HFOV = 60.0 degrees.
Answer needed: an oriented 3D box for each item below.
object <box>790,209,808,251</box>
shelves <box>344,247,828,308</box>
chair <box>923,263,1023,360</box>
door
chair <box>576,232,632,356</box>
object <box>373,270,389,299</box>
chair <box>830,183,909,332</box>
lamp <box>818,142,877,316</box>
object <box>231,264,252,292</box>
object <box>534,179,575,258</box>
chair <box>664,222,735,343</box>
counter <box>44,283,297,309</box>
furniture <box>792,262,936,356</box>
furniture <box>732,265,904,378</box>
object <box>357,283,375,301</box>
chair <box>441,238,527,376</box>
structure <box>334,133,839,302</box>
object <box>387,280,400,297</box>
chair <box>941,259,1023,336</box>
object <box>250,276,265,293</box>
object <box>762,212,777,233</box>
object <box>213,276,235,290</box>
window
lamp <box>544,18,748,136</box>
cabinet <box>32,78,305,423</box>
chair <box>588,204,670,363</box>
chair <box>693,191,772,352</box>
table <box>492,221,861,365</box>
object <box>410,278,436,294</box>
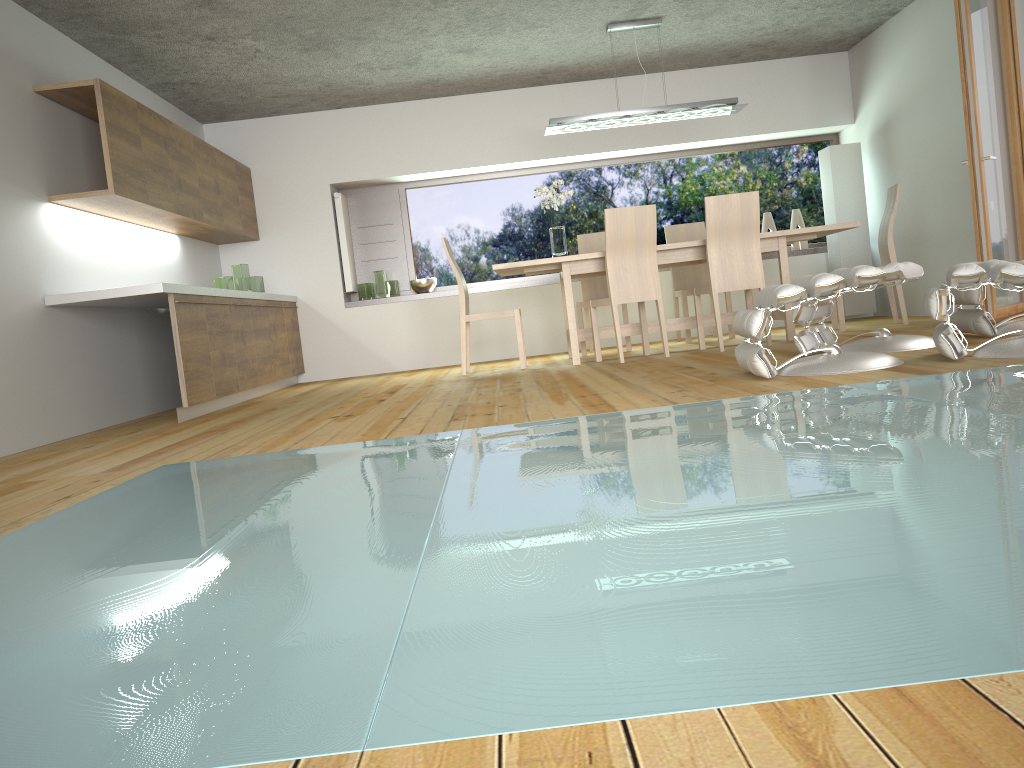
[{"bbox_3d":[2.696,-1.454,8.356,0.153,0.384,0.153,-7,3,-4],"label":"object"},{"bbox_3d":[0.871,-1.025,8.409,4.870,0.054,0.404,-7,4,-1],"label":"shelves"},{"bbox_3d":[2.178,-0.623,3.660,0.913,0.967,0.571,-5,4,24],"label":"chair"},{"bbox_3d":[3.078,-1.629,5.660,0.162,2.414,0.937,-4,4,44],"label":"door"},{"bbox_3d":[0.750,-0.772,7.387,0.404,1.015,0.507,-6,3,10],"label":"chair"},{"bbox_3d":[-1.225,-0.927,8.284,0.099,0.259,0.099,-6,3,4],"label":"object"},{"bbox_3d":[2.623,-0.927,6.581,0.506,1.015,0.405,-6,3,13],"label":"chair"},{"bbox_3d":[3.002,-1.371,7.940,0.280,1.498,0.280,-7,3,0],"label":"lamp"},{"bbox_3d":[-2.184,-0.836,7.163,0.099,0.259,0.099,-5,3,24],"label":"object"},{"bbox_3d":[0.334,-1.221,6.618,0.304,0.607,0.303,-6,3,3],"label":"object"},{"bbox_3d":[1.574,-0.879,7.536,0.404,1.015,0.507,-7,3,-2],"label":"chair"},{"bbox_3d":[-2.280,-0.620,6.531,0.652,0.054,3.291,-7,4,0],"label":"counter"},{"bbox_3d":[1.874,-0.399,4.649,0.685,0.439,0.571,-4,5,35],"label":"furniture"},{"bbox_3d":[1.351,-0.282,3.933,0.686,0.439,0.571,-6,4,6],"label":"furniture"},{"bbox_3d":[-1.372,-0.867,8.345,0.111,0.160,0.112,-4,4,39],"label":"object"},{"bbox_3d":[-0.200,-0.604,6.645,0.506,1.015,0.405,-7,3,2],"label":"chair"},{"bbox_3d":[0.807,-1.564,8.406,4.875,1.152,0.526,-7,3,-1],"label":"structure"},{"bbox_3d":[-1.136,-0.900,8.418,0.111,0.160,0.112,-8,3,-16],"label":"object"},{"bbox_3d":[2.782,-0.774,4.683,0.913,0.967,0.571,-6,3,9],"label":"chair"},{"bbox_3d":[-2.135,-0.809,7.356,0.112,0.160,0.112,-5,4,24],"label":"object"},{"bbox_3d":[2.424,-1.422,8.353,0.153,0.384,0.153,-7,3,-4],"label":"object"},{"bbox_3d":[-2.276,-0.766,7.012,0.111,0.160,0.112,-5,4,24],"label":"object"},{"bbox_3d":[1.094,-1.645,8.621,4.186,0.977,0.012,-7,3,-1],"label":"window"},{"bbox_3d":[0.948,-2.329,6.622,1.490,0.718,0.290,-7,3,-1],"label":"lamp"},{"bbox_3d":[-2.306,-0.855,6.616,0.656,2.001,3.097,-7,4,0],"label":"cabinet"},{"bbox_3d":[0.782,-0.674,6.082,0.404,1.015,0.506,-7,3,-12],"label":"chair"},{"bbox_3d":[1.479,-0.751,6.031,0.404,1.015,0.507,-7,3,-1],"label":"chair"},{"bbox_3d":[1.170,-0.631,6.627,2.500,0.755,1.202,-6,4,2],"label":"table"},{"bbox_3d":[-0.831,-0.919,8.369,0.247,0.137,0.248,-4,5,34],"label":"object"}]
